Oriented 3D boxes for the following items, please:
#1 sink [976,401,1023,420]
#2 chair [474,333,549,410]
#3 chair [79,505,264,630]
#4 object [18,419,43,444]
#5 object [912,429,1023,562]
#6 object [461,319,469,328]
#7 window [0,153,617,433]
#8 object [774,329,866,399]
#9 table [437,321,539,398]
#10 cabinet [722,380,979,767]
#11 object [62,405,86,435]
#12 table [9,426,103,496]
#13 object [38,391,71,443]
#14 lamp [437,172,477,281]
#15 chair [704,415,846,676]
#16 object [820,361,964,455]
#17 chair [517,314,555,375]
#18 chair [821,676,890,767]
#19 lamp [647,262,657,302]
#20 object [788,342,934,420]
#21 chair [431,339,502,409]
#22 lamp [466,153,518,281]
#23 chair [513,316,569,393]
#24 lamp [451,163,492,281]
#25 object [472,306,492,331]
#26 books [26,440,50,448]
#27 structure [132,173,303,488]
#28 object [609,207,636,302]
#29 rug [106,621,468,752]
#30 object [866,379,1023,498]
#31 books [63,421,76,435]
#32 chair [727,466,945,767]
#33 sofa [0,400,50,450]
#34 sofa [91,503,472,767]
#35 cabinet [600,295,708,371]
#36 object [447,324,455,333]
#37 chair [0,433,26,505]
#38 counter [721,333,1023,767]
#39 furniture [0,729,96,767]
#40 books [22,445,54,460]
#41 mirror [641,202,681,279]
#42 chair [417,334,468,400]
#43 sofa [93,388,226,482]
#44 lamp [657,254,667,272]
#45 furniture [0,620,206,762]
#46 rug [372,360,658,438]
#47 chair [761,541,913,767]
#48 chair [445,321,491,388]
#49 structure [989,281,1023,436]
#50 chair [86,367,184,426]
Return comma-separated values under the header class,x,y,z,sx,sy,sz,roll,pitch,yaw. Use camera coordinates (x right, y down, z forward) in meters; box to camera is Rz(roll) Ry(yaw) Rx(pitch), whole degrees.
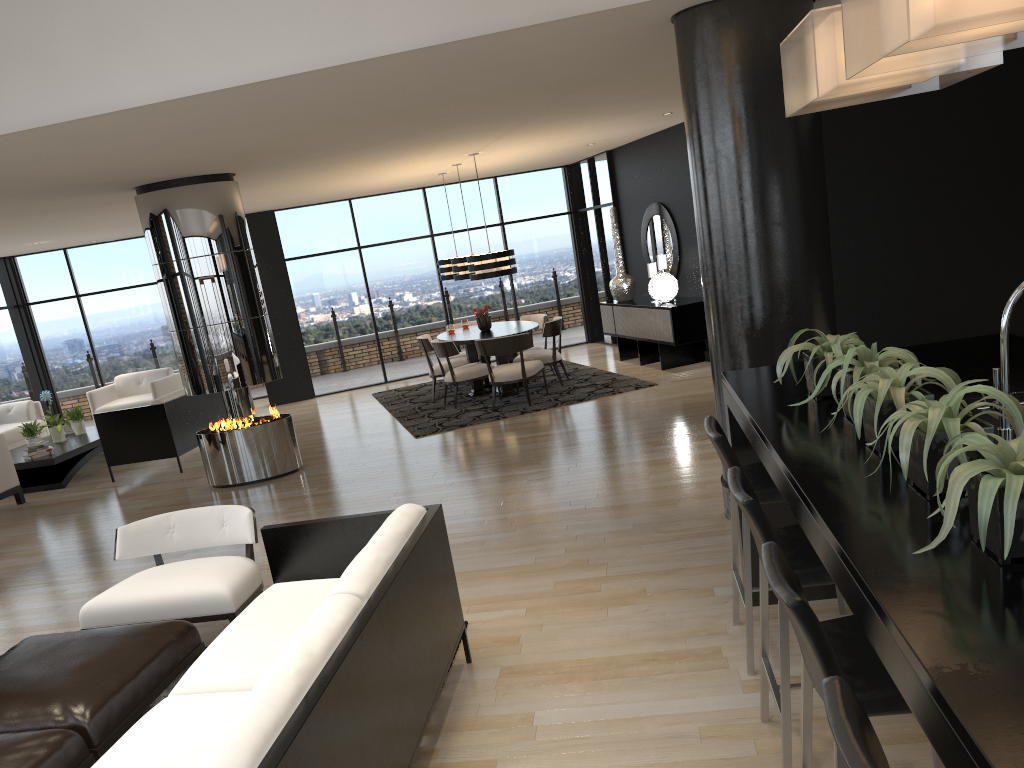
class,x,y,z,sx,sy,sz,roll,pitch,yaw
sink,1.576,0.206,2.334,0.461,0.163,0.903,-8,9,8
chair,-0.005,-0.158,9.797,0.644,0.823,0.602,-6,13,15
chair,-1.659,1.048,4.527,0.806,0.689,0.669,-8,12,8
object,-5.478,0.588,10.076,0.281,0.377,0.213,-16,14,-27
object,0.973,0.197,1.603,0.407,0.221,0.389,-3,12,33
object,-0.620,-0.793,11.636,0.095,0.108,0.093,1,16,41
window,-2.901,-1.139,6.016,10.112,4.881,15.612,-10,10,-5
object,1.147,-0.094,3.141,0.398,0.244,0.398,-3,12,33
table,-0.254,-0.285,10.946,1.204,0.784,2.074,-12,10,-12
cabinet,1.407,0.677,2.438,1.182,1.058,3.050,-8,10,8
object,-5.368,0.438,10.884,0.283,0.377,0.211,-12,13,-13
table,-5.354,0.872,10.496,1.266,0.358,1.990,-8,9,8
object,-5.419,0.379,10.446,0.371,0.644,0.348,-3,14,27
lamp,-0.780,-2.047,11.427,0.533,1.356,0.527,-13,14,-14
chair,1.082,0.598,3.518,0.520,0.983,0.465,-8,13,8
object,1.003,0.072,2.343,0.398,0.221,0.398,-3,12,33
chair,0.182,-0.451,11.402,0.609,0.823,0.637,-16,14,-27
chair,0.834,0.976,1.450,0.520,0.983,0.465,-8,13,8
lamp,1.747,-1.252,10.864,0.132,0.475,0.122,-7,14,8
object,1.075,-0.019,2.752,0.407,0.244,0.389,-3,12,33
chair,-0.569,-0.157,10.377,0.611,0.823,0.634,-14,13,-20
lamp,-0.309,-1.851,9.730,0.533,1.356,0.527,-13,14,-14
chair,0.356,-0.357,10.640,0.617,0.823,0.628,-6,13,14
lamp,-0.545,-1.949,10.578,0.533,1.356,0.527,-13,14,-14
object,-0.357,-0.803,10.818,0.228,0.304,0.233,-12,12,-11
books,-5.192,0.652,9.666,0.185,0.027,0.152,-10,9,0
structure,-2.665,-0.446,8.120,0.891,2.799,0.574,-10,14,-3
object,1.401,-1.703,11.606,0.343,1.234,0.336,-11,14,-5
rug,-1.635,1.619,3.118,2.486,0.012,2.970,-8,9,9
object,0.960,0.127,1.979,0.398,0.244,0.398,-3,12,33
books,-5.593,0.548,11.209,0.222,0.129,0.304,-14,11,-23
chair,0.992,0.736,2.765,0.520,0.983,0.465,-8,13,8
sofa,-6.810,0.826,10.681,0.856,0.871,2.639,-8,10,8
sofa,-0.771,1.086,2.948,0.840,0.819,1.990,-8,10,8
cabinet,1.828,-0.665,11.125,0.607,0.781,2.205,-13,10,-14
object,-0.779,-0.703,11.252,0.095,0.108,0.093,-10,12,-3
chair,-5.619,0.944,8.716,1.003,0.873,0.836,-8,12,8
counter,1.321,0.154,2.306,1.182,0.032,3.050,-8,9,8
furniture,-1.886,1.478,2.731,0.829,0.493,0.810,-8,11,8
books,-5.194,0.730,9.677,0.302,0.129,0.223,-18,14,-42
mirror,1.873,-1.741,11.167,0.025,1.099,1.060,-13,12,-14
chair,-0.829,-0.244,11.186,0.615,0.823,0.630,-10,12,-4
sofa,-3.821,0.423,10.210,0.840,0.819,1.990,-8,10,8
lamp,1.843,-1.286,10.701,0.124,0.561,0.129,1,17,37
furniture,-1.788,1.329,3.546,0.829,0.493,0.810,-8,11,8
rug,-0.195,0.077,11.102,2.704,0.011,3.669,-12,9,-14
chair,0.912,0.858,2.095,0.520,0.983,0.465,-8,13,8
chair,-0.556,-0.413,11.940,0.644,0.823,0.603,-8,12,7
structure,1.621,0.183,2.279,0.657,1.038,2.719,-8,10,8
chair,-5.182,0.285,12.307,1.003,0.873,0.836,-8,12,8
